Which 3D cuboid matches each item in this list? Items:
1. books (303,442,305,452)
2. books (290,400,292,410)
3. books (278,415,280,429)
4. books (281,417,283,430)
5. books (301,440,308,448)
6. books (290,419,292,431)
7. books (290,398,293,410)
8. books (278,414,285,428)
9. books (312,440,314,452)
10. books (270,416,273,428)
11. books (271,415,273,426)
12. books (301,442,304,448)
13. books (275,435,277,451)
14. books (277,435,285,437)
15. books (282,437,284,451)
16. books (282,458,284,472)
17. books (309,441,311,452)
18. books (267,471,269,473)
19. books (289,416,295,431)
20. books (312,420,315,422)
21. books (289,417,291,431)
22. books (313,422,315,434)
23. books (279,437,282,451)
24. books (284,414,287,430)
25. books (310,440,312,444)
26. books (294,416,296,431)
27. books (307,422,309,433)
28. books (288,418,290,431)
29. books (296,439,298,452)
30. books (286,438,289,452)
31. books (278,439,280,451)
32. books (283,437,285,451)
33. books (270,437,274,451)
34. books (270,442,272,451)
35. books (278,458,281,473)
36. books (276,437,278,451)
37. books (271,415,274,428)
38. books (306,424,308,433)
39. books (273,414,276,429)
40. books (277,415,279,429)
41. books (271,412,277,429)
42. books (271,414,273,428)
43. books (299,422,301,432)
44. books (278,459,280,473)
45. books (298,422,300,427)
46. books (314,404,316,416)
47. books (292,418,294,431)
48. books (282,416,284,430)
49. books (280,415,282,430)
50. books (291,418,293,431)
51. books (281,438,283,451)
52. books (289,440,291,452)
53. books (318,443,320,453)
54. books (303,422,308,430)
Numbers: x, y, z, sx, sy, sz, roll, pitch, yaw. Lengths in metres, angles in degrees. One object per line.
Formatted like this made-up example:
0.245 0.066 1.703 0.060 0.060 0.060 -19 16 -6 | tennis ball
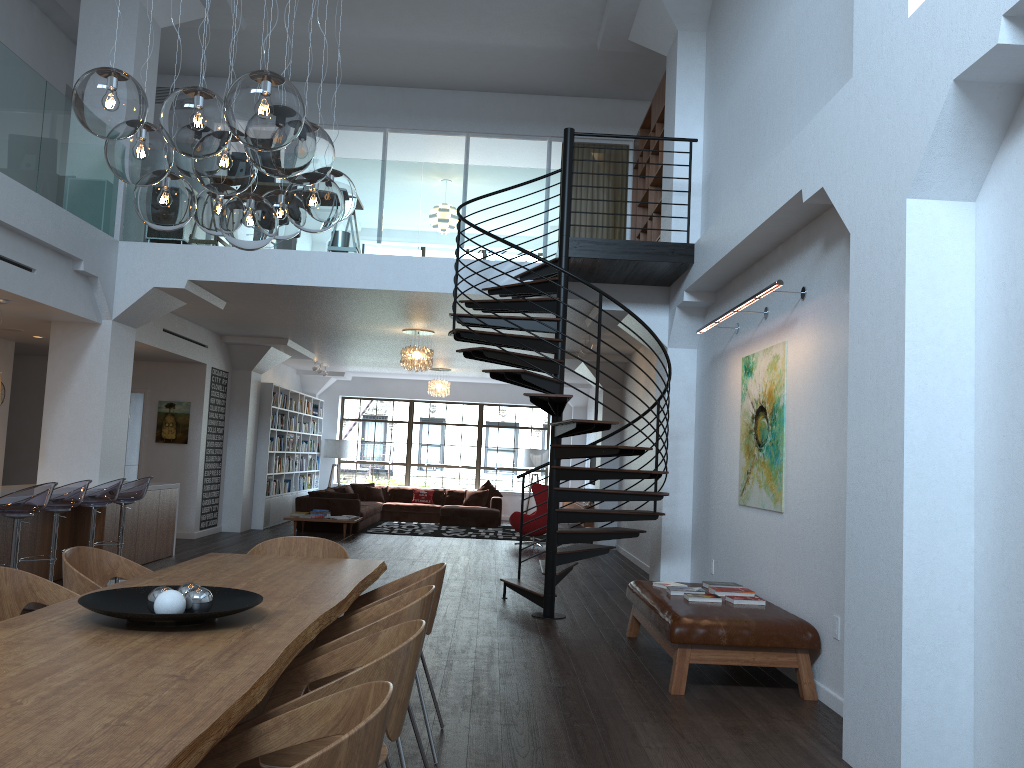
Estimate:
-4.176 1.247 17.515 0.139 0.191 0.036 3 -5 -1 | books
-4.120 0.386 16.267 0.146 0.202 0.027 3 -5 -1 | books
-4.134 0.659 15.429 0.180 0.259 0.042 3 -5 -1 | books
-4.123 0.693 15.616 0.161 0.223 0.032 3 -5 -1 | books
-4.185 1.254 17.844 0.140 0.231 0.042 3 -5 -1 | books
-4.138 0.750 16.302 0.161 0.223 0.026 3 -5 -1 | books
-4.125 0.378 16.353 0.140 0.231 0.042 3 -5 -1 | books
-4.149 0.677 15.808 0.198 0.284 0.049 3 -5 -1 | books
-4.211 1.292 18.436 0.183 0.253 0.042 3 -5 -1 | books
-4.105 0.632 14.849 0.161 0.218 0.101 3 -5 -1 | books
-4.102 0.628 14.879 0.152 0.232 0.104 3 -5 -1 | books
-4.179 1.236 17.475 0.140 0.206 0.042 3 -5 -1 | books
-4.140 1.004 15.182 0.197 0.283 0.065 3 -5 -1 | books
-4.148 1.053 15.803 0.176 0.294 0.102 3 -5 -1 | books
-4.147 1.064 15.705 0.182 0.253 0.034 3 -5 -1 | books
-4.166 1.445 15.804 0.183 0.253 0.034 3 -5 -1 | books
-4.197 1.270 18.086 0.174 0.240 0.054 3 -5 -1 | books
-4.178 1.472 14.826 0.197 0.035 0.284 4 -5 -11 | books
-4.148 0.735 16.526 0.176 0.290 0.053 3 -5 -1 | books
-4.191 0.893 18.416 0.176 0.290 0.036 3 -5 -2 | books
-4.134 0.726 16.200 0.182 0.253 0.034 3 -5 -1 | books
-4.182 0.909 18.380 0.183 0.253 0.034 3 -5 -2 | books
-4.138 1.052 15.566 0.182 0.253 0.034 3 -5 -1 | books
-4.133 0.679 15.860 0.176 0.291 0.053 3 -5 -1 | books
-4.210 1.272 18.198 0.183 0.253 0.042 3 -5 -1 | books
-4.154 0.743 16.586 0.197 0.283 0.065 3 -5 -1 | books
-4.184 0.879 17.872 0.158 0.226 0.052 3 -5 -1 | books
-4.131 0.725 16.100 0.174 0.239 0.045 3 -5 -1 | books
-4.169 1.161 16.852 0.174 0.251 0.051 3 -5 -1 | books
-4.151 1.101 16.073 0.174 0.240 0.054 3 -5 -1 | books
-4.134 1.057 15.435 0.161 0.223 0.027 3 -5 -1 | books
-4.137 1.067 15.739 0.182 0.253 0.034 3 -5 -1 | books
-4.120 1.020 15.045 0.140 0.231 0.042 3 -5 -1 | books
-4.106 1.050 14.919 0.110 0.153 0.019 3 -5 -1 | books
-4.166 1.431 15.635 0.183 0.253 0.034 3 -5 -1 | books
-4.134 1.038 15.317 0.174 0.239 0.045 3 -5 -1 | books
-4.100 0.629 14.911 0.172 0.235 0.112 3 -5 -1 | books
-4.175 0.890 17.782 0.139 0.191 0.036 3 -5 -1 | books
-4.105 0.632 14.994 0.174 0.242 0.105 3 -5 -1 | books
-4.126 0.655 15.342 0.183 0.253 0.042 3 -5 -1 | books
-4.097 0.615 15.073 0.176 0.290 0.053 3 -5 -1 | books
-4.111 0.630 14.954 0.172 0.239 0.093 3 -5 -1 | books
-4.153 0.828 17.093 0.146 0.202 0.027 3 -5 -1 | books
-4.162 1.428 15.553 0.171 0.246 0.057 3 -5 -1 | books
-4.155 0.828 17.033 0.139 0.191 0.036 3 -5 -1 | books
-4.183 0.539 18.434 0.183 0.253 0.042 3 -5 -1 | books
-4.142 0.754 16.448 0.174 0.239 0.045 3 -5 -1 | books
-4.129 0.691 15.692 0.174 0.240 0.054 3 -5 -1 | books
-4.136 0.674 15.580 0.183 0.253 0.042 3 -5 -1 | books
-4.144 0.746 16.397 0.170 0.245 0.057 3 -5 -1 | books
-4.139 1.067 15.665 0.174 0.239 0.045 3 -5 -1 | books
-4.156 1.138 16.304 0.161 0.207 0.135 3 -5 -2 | books
-4.219 1.359 18.997 0.182 0.215 0.188 3 -5 -1 | books
-4.179 0.873 17.824 0.140 0.231 0.042 3 -5 -1 | books
